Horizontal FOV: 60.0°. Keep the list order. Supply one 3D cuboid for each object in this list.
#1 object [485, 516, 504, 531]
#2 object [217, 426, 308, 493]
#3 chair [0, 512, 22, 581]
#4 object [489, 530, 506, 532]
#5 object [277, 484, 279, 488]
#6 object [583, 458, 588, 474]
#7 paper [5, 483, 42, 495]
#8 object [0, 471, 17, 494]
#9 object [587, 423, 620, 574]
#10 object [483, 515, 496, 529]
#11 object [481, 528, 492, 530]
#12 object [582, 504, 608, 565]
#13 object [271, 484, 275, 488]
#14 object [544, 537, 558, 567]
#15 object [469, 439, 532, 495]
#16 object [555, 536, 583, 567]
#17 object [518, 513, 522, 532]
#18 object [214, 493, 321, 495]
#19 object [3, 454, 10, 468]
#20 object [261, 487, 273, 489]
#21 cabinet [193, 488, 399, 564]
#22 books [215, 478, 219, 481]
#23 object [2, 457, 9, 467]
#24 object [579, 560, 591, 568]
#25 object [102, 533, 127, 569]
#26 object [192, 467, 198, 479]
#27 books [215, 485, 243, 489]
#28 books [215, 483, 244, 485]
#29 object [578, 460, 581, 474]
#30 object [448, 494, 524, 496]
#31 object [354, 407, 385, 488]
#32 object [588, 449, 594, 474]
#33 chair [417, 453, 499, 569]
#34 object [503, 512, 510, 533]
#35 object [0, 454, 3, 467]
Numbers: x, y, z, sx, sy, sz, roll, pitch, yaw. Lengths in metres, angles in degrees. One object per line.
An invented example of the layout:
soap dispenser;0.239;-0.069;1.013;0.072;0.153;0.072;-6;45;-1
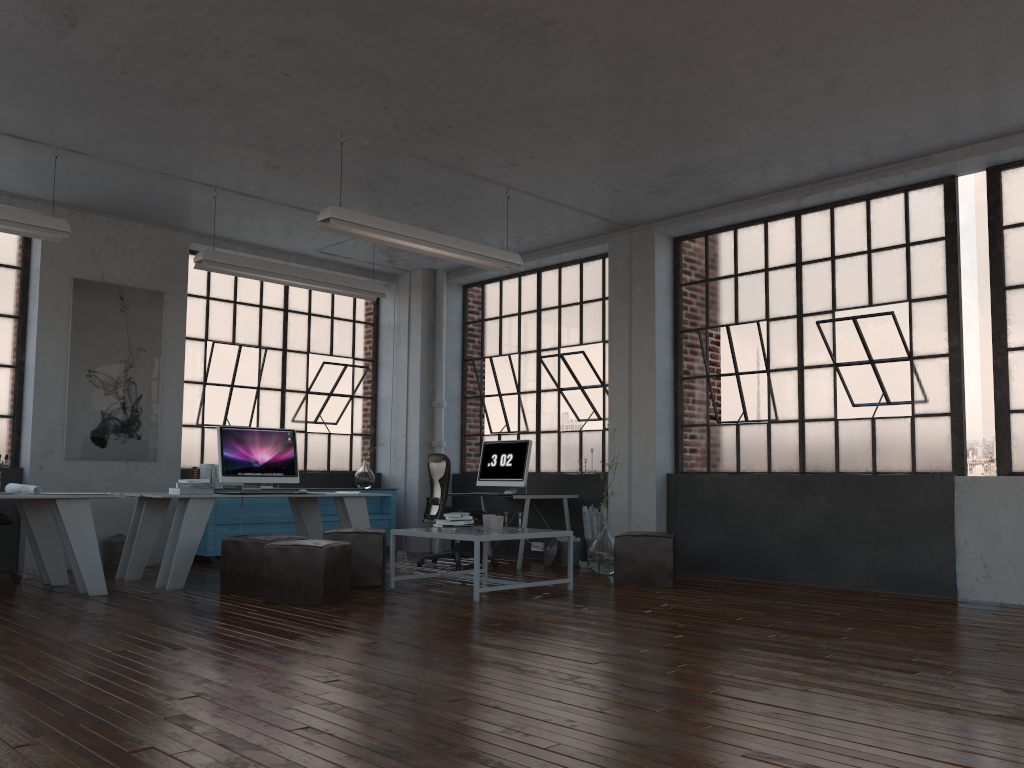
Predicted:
object;-0.124;1.042;6.620;0.129;0.109;0.101;5;-7;-36
object;-2.093;0.638;7.457;0.715;0.551;0.377;6;-7;-43
chair;-4.284;0.997;6.895;0.770;1.083;0.794;-1;-5;14
object;-0.107;1.098;6.629;0.137;0.003;0.138;3;-7;-24
object;-2.449;1.052;9.291;0.088;0.084;0.088;5;-7;-40
object;0.756;0.844;9.093;0.066;0.159;0.066;2;-5;-13
paper;-3.890;0.723;6.149;1.076;0.105;0.976;7;-9;-44
object;-3.727;0.678;6.221;0.416;0.182;0.390;2;-6;-14
object;0.854;0.995;7.749;0.330;1.336;0.620;1;-5;-8
object;-0.166;1.072;6.898;0.129;0.109;0.101;5;-7;-36
object;-0.174;1.125;6.885;0.137;0.003;0.138;3;-7;-24
object;0.840;1.463;8.651;0.293;0.626;0.275;1;-5;-3
object;-2.552;0.979;9.429;0.084;0.256;0.084;-1;-5;23
object;0.365;1.624;8.567;0.107;0.280;0.293;2;-6;-19
object;-0.138;0.847;9.034;0.377;0.551;0.715;5;-7;-43
object;0.551;1.622;8.635;0.290;0.293;0.291;0;-5;3
object;0.058;1.015;6.522;0.055;0.152;0.055;-1;-5;22
object;-2.094;0.919;7.431;0.849;0.008;0.688;6;-8;-43
object;-4.428;0.674;7.769;0.058;0.116;0.032;3;-6;-31
object;-2.587;1.052;8.984;0.253;0.014;0.187;7;-9;-44
cabinet;-2.296;1.471;9.374;2.265;0.731;0.627;7;-8;-44
books;-2.788;0.945;8.795;0.240;0.028;0.191;6;-8;-42
object;-4.470;0.688;7.830;0.058;0.101;0.032;1;-5;-10
object;0.691;1.725;8.432;0.125;0.107;0.096;1;-5;-3
object;-3.582;1.516;8.080;0.293;0.307;0.293;2;-6;-16
object;-3.160;0.920;8.828;0.132;0.236;0.132;0;-5;11
books;-2.783;1.021;8.796;0.259;0.032;0.191;6;-8;-42
books;-2.784;0.992;8.788;0.191;0.023;0.242;-5;-8;43
object;0.695;0.848;9.100;0.055;0.152;0.055;0;-5;5
object;-0.144;1.128;9.011;0.688;0.008;0.849;6;-8;-43
object;-1.584;0.718;10.065;0.434;0.937;0.232;-2;-5;27
object;0.816;0.787;9.033;0.084;0.256;0.084;2;-5;-22
chair;-0.549;1.225;8.679;0.793;1.083;0.771;5;-7;-41
object;-0.042;1.010;6.467;0.052;0.148;0.053;1;-5;-4
object;-4.497;0.674;7.780;0.058;0.116;0.032;0;-5;6
